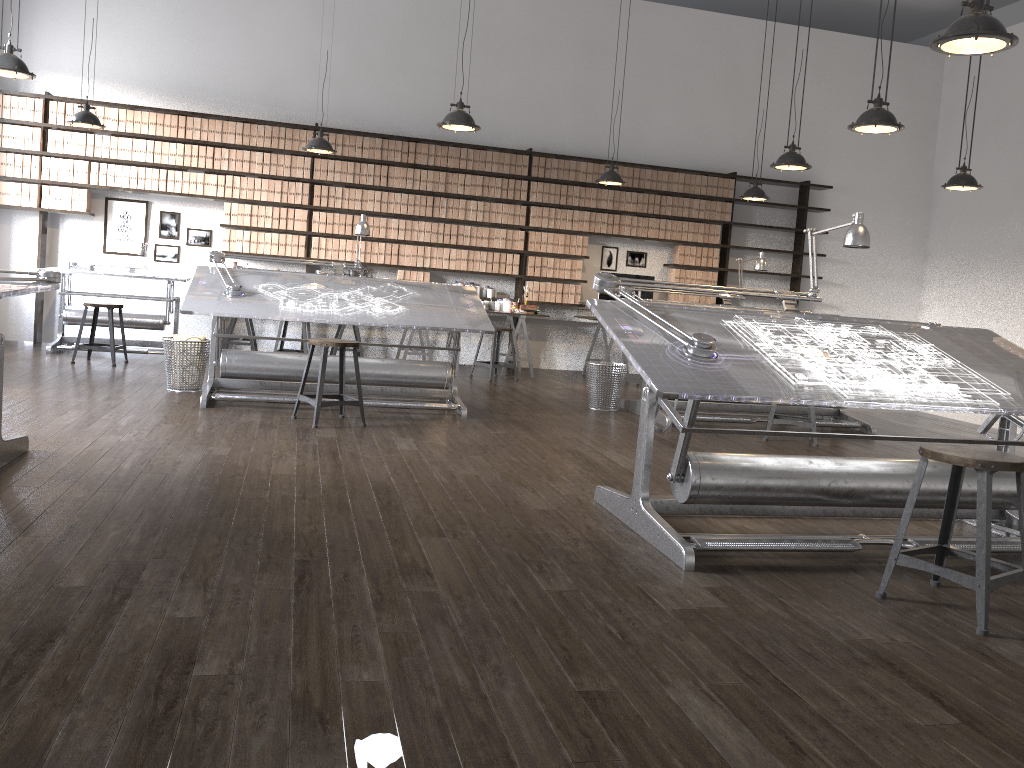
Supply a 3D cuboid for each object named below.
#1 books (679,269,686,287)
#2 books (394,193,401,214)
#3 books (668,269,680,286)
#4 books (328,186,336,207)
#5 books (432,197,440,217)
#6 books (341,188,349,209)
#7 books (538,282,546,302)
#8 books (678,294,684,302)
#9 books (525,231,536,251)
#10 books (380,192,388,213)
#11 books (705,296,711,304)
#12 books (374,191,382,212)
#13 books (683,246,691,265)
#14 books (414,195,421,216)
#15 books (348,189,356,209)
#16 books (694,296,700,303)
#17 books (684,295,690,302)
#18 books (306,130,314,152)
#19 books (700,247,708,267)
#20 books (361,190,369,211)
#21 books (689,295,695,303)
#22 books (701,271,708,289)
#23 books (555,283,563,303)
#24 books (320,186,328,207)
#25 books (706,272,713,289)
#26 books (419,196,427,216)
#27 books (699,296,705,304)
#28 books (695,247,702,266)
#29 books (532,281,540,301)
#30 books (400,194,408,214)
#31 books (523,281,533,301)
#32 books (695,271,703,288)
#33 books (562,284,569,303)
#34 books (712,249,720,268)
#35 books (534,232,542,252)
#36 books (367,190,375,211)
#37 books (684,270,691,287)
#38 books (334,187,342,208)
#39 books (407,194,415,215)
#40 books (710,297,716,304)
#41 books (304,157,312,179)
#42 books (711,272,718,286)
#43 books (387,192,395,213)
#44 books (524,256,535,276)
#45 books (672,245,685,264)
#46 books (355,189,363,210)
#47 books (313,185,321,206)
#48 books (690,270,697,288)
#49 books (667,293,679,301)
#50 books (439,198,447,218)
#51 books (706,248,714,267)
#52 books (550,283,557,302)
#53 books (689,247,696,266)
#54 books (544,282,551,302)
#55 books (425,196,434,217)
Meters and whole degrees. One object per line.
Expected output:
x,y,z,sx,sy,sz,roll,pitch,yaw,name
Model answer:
1.960,-1.231,10.382,0.066,0.225,0.175,4,5,-14,books
-1.243,-1.939,9.556,0.066,0.225,0.175,4,5,-14,books
1.892,-1.234,10.362,0.067,0.225,0.175,4,5,-14,books
-1.915,-1.974,9.396,0.066,0.225,0.175,4,5,-14,books
-0.834,-1.918,9.660,0.066,0.225,0.175,4,5,-14,books
-1.777,-1.967,9.429,0.066,0.225,0.175,4,5,-14,books
0.320,-1.038,9.998,0.067,0.225,0.175,4,5,-14,books
1.952,-0.955,10.397,0.067,0.225,0.175,4,5,-14,books
0.203,-1.595,9.934,0.066,0.225,0.175,4,5,-14,books
-1.379,-1.946,9.525,0.066,0.225,0.175,4,5,-14,books
2.276,-0.939,10.483,0.066,0.225,0.175,4,5,-14,books
-1.446,-1.949,9.505,0.067,0.225,0.175,4,5,-14,books
2.018,-1.502,10.376,0.066,0.225,0.175,4,5,-14,books
-1.041,-1.929,9.607,0.066,0.225,0.175,4,5,-14,books
-1.708,-1.963,9.446,0.066,0.225,0.175,4,5,-14,books
2.142,-0.945,10.444,0.067,0.225,0.175,4,5,-14,books
2.015,-0.952,10.417,0.066,0.225,0.175,4,5,-14,books
-2.120,-2.534,9.296,0.066,0.225,0.175,4,5,-14,books
2.229,-1.491,10.423,0.067,0.225,0.175,4,5,-14,books
-1.578,-1.956,9.476,0.066,0.225,0.175,4,5,-14,books
2.077,-0.949,10.430,0.066,0.225,0.175,4,5,-14,books
2.231,-1.216,10.443,0.067,0.225,0.175,4,5,-14,books
0.516,-1.028,10.047,0.067,0.225,0.175,4,5,-14,books
-1.986,-1.977,9.373,0.067,0.225,0.175,4,5,-14,books
2.291,-1.214,10.462,0.066,0.225,0.175,4,5,-14,books
-0.978,-1.926,9.624,0.066,0.225,0.175,4,5,-14,books
2.209,-0.942,10.465,0.066,0.225,0.175,4,5,-14,books
2.155,-1.495,10.411,0.066,0.225,0.175,4,5,-14,books
0.250,-1.042,9.981,0.066,0.225,0.175,4,5,-14,books
-1.172,-1.935,9.570,0.066,0.225,0.175,4,5,-14,books
0.178,-1.046,9.967,0.066,0.225,0.175,4,5,-14,books
2.166,-1.220,10.427,0.066,0.225,0.175,4,5,-14,books
0.587,-1.025,10.070,0.066,0.225,0.175,4,5,-14,books
2.374,-1.484,10.461,0.066,0.225,0.175,4,5,-14,books
0.271,-1.592,9.949,0.066,0.225,0.175,4,5,-14,books
-1.517,-1.953,9.490,0.066,0.225,0.175,4,5,-14,books
2.027,-1.228,10.401,0.066,0.225,0.175,4,5,-14,books
-1.845,-1.970,9.408,0.066,0.225,0.175,4,5,-14,books
-1.102,-1.931,9.587,0.067,0.225,0.175,4,5,-14,books
2.341,-0.935,10.492,0.067,0.225,0.175,4,5,-14,books
-2.149,-2.259,9.312,0.067,0.225,0.175,4,5,-14,books
2.359,-1.211,10.480,0.066,0.225,0.175,4,5,-14,books
-1.311,-1.943,9.544,0.066,0.225,0.175,4,5,-14,books
0.198,-1.321,9.954,0.066,0.225,0.175,4,5,-14,books
1.949,-1.506,10.360,0.066,0.225,0.175,4,5,-14,books
-1.642,-1.959,9.456,0.067,0.225,0.175,4,5,-14,books
-2.059,-1.981,9.361,0.066,0.225,0.175,4,5,-14,books
2.095,-1.224,10.414,0.066,0.225,0.175,4,5,-14,books
1.885,-0.959,10.386,0.066,0.225,0.175,4,5,-14,books
-0.764,-1.914,9.672,0.066,0.225,0.175,4,5,-14,books
2.300,-1.488,10.446,0.066,0.225,0.175,4,5,-14,books
0.443,-1.033,10.035,0.066,0.225,0.175,4,5,-14,books
2.088,-1.498,10.389,0.066,0.225,0.175,4,5,-14,books
0.380,-1.036,10.017,0.066,0.225,0.175,4,5,-14,books
-0.905,-1.921,9.637,0.067,0.225,0.175,4,5,-14,books
